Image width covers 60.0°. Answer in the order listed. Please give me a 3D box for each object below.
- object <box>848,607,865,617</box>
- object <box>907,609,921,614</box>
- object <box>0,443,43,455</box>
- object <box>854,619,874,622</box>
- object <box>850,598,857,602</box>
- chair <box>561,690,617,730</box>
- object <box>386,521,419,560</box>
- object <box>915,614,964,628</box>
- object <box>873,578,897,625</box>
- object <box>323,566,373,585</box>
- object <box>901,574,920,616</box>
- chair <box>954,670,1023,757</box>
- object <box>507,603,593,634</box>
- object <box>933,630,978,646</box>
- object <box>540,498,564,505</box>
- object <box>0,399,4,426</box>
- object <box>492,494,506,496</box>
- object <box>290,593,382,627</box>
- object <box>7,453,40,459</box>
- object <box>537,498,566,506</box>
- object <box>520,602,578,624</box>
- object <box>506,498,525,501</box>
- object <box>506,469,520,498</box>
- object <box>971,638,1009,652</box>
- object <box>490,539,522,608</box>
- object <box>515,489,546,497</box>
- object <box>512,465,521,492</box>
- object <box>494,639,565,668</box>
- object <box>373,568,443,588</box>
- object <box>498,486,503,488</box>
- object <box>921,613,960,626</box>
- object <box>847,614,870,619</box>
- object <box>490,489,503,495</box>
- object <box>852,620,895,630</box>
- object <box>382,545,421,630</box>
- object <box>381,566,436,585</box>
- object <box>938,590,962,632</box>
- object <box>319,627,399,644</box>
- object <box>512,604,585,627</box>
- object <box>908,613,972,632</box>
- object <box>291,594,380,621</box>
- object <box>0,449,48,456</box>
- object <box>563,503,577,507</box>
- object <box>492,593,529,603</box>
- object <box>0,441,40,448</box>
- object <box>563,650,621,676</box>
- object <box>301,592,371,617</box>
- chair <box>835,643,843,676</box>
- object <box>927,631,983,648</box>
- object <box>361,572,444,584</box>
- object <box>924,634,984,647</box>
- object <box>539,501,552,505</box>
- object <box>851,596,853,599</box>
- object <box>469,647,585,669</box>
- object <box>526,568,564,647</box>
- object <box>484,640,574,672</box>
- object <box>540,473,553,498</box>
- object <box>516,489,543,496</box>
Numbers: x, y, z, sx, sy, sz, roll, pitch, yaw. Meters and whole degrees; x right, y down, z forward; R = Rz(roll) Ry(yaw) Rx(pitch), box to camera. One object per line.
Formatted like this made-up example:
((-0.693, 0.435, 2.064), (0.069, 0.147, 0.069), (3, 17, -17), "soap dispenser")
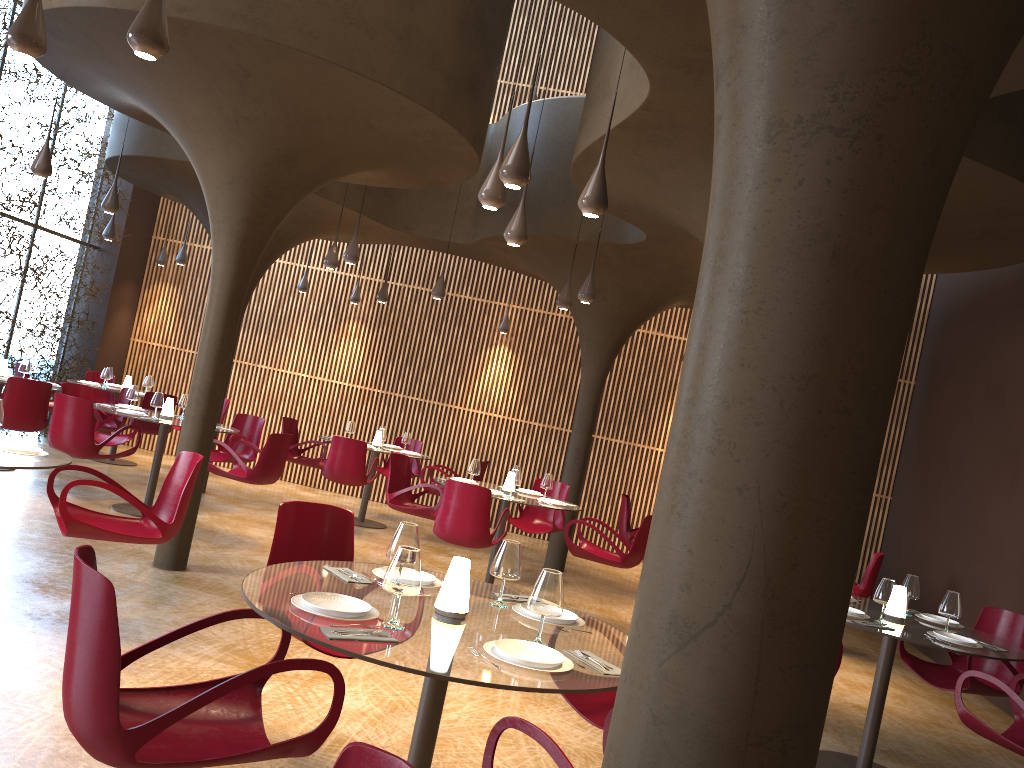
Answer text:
((2.250, 1.531, 6.003), (0.264, 0.029, 0.262), (13, -2, -35), "object")
((3.038, 1.741, 6.800), (0.262, 0.017, 0.126), (13, -2, -23), "object")
((-3.059, 0.405, 5.500), (0.264, 0.029, 0.262), (13, -2, -37), "object")
((2.246, 1.542, 6.007), (0.205, 0.012, 0.410), (13, -2, -24), "object")
((2.443, 1.607, 6.728), (0.332, 0.014, 0.331), (12, -2, -9), "object")
((0.697, 1.348, 4.352), (0.875, 0.636, 0.623), (13, -2, -37), "chair")
((-0.480, 0.756, 3.885), (0.142, 0.295, 0.141), (12, -1, -26), "object")
((3.141, 1.746, 6.516), (0.331, 0.014, 0.332), (11, -2, 25), "object")
((2.487, 1.448, 5.914), (0.142, 0.295, 0.142), (12, -1, 13), "object")
((-0.734, 0.853, 3.950), (0.127, 0.017, 0.261), (13, -2, -36), "object")
((2.953, 1.569, 6.593), (0.141, 0.295, 0.142), (12, -1, 21), "object")
((3.170, 1.893, 5.164), (0.626, 0.636, 0.871), (13, -2, -30), "chair")
((0.164, 1.034, 3.935), (0.205, 0.012, 0.410), (13, -2, -31), "object")
((2.870, 1.652, 5.744), (0.263, 0.029, 0.263), (12, -2, -6), "object")
((0.434, 1.282, 9.670), (0.263, 0.029, 0.263), (11, -2, 16), "object")
((-3.259, 0.234, 5.537), (0.141, 0.295, 0.142), (11, -1, 22), "object")
((-0.224, 1.143, 9.330), (0.332, 0.014, 0.332), (12, -2, -3), "object")
((-0.663, 0.839, 3.318), (0.205, 0.012, 0.410), (13, -2, -35), "object")
((-3.058, 0.416, 5.497), (0.205, 0.012, 0.410), (13, -3, -38), "object")
((0.432, 1.292, 9.670), (0.331, 0.014, 0.333), (10, -3, 41), "object")
((0.164, 1.022, 3.938), (0.263, 0.029, 0.263), (12, -2, 6), "object")
((0.040, 1.201, 9.197), (0.126, 0.017, 0.262), (11, -2, 23), "object")
((0.011, 1.055, 9.429), (0.142, 0.295, 0.142), (12, -1, -1), "object")
((3.132, 1.728, 5.876), (0.127, 0.017, 0.261), (13, -2, -29), "object")
((-0.030, 0.854, 4.002), (0.141, 0.295, 0.142), (11, -1, 40), "object")
((0.207, 1.269, 10.311), (0.410, 0.012, 0.205), (11, -2, 14), "object")
((0.031, 1.087, 10.200), (0.141, 0.295, 0.142), (11, -1, 40), "object")
((0.061, 0.974, 3.194), (0.262, 0.029, 0.264), (11, -2, 29), "object")
((-0.484, 0.903, 4.115), (0.331, 0.014, 0.332), (11, -2, 15), "object")
((-0.074, 1.220, 10.425), (0.126, 0.017, 0.262), (11, -2, 19), "object")
((3.143, 1.736, 6.516), (0.264, 0.029, 0.262), (13, -2, -33), "object")
((2.248, 1.541, 6.003), (0.332, 0.014, 0.332), (12, -2, -6), "object")
((-0.222, 1.133, 9.330), (0.262, 0.029, 0.264), (11, -2, 26), "object")
((2.330, 1.555, 5.713), (0.262, 0.017, 0.126), (13, -2, -20), "object")
((-0.409, 0.749, 3.269), (0.142, 0.295, 0.142), (12, -1, 2), "object")
((-0.482, 0.894, 4.115), (0.262, 0.029, 0.264), (10, -3, 44), "object")
((2.947, 1.546, 5.972), (0.142, 0.295, 0.142), (12, -1, -8), "object")
((-0.526, 0.864, 3.046), (0.262, 0.017, 0.126), (13, -2, -31), "object")
((0.162, 1.032, 3.938), (0.331, 0.014, 0.332), (11, -2, 12), "object")
((3.143, 1.747, 6.512), (0.205, 0.012, 0.410), (13, -2, -27), "object")
((-0.660, 0.838, 3.315), (0.331, 0.014, 0.332), (12, -2, 5), "object")
((-3.061, 0.414, 5.500), (0.331, 0.014, 0.333), (11, -2, 31), "object")
((0.585, 1.340, 9.928), (0.261, 0.017, 0.127), (11, -2, 28), "object")
((0.042, 1.024, 4.216), (0.262, 0.017, 0.126), (13, -2, -27), "object")
((-3.212, 0.399, 5.761), (0.262, 0.017, 0.126), (13, -2, -34), "object")
((0.316, 1.050, 3.340), (0.127, 0.017, 0.261), (13, -2, -32), "object")
((-0.658, 0.829, 3.315), (0.262, 0.029, 0.264), (10, -3, 44), "object")
((1.590, 1.581, 5.664), (0.875, 0.636, 0.623), (13, -1, -30), "chair")
((2.868, 1.661, 5.744), (0.332, 0.014, 0.331), (12, -2, -10), "object")
((-0.482, 0.905, 4.119), (0.412, 0.012, 0.204), (14, -3, -41), "object")
((2.864, 1.661, 5.741), (0.412, 0.012, 0.204), (13, -2, -33), "object")
((0.430, 1.293, 9.665), (0.204, 0.012, 0.412), (11, -2, 24), "object")
((2.445, 1.598, 6.728), (0.262, 0.029, 0.264), (10, -2, 36), "object")
((0.055, 0.984, 3.191), (0.412, 0.012, 0.204), (13, -2, -36), "object")
((0.126, 0.866, 3.424), (0.141, 0.295, 0.142), (11, -1, 34), "object")
((0.059, 0.984, 3.194), (0.331, 0.014, 0.333), (11, -2, 32), "object")
((0.384, 1.150, 9.891), (0.142, 0.295, 0.141), (12, -1, -18), "object")
((0.202, 1.267, 10.312), (0.332, 0.014, 0.331), (12, -2, -10), "object")
